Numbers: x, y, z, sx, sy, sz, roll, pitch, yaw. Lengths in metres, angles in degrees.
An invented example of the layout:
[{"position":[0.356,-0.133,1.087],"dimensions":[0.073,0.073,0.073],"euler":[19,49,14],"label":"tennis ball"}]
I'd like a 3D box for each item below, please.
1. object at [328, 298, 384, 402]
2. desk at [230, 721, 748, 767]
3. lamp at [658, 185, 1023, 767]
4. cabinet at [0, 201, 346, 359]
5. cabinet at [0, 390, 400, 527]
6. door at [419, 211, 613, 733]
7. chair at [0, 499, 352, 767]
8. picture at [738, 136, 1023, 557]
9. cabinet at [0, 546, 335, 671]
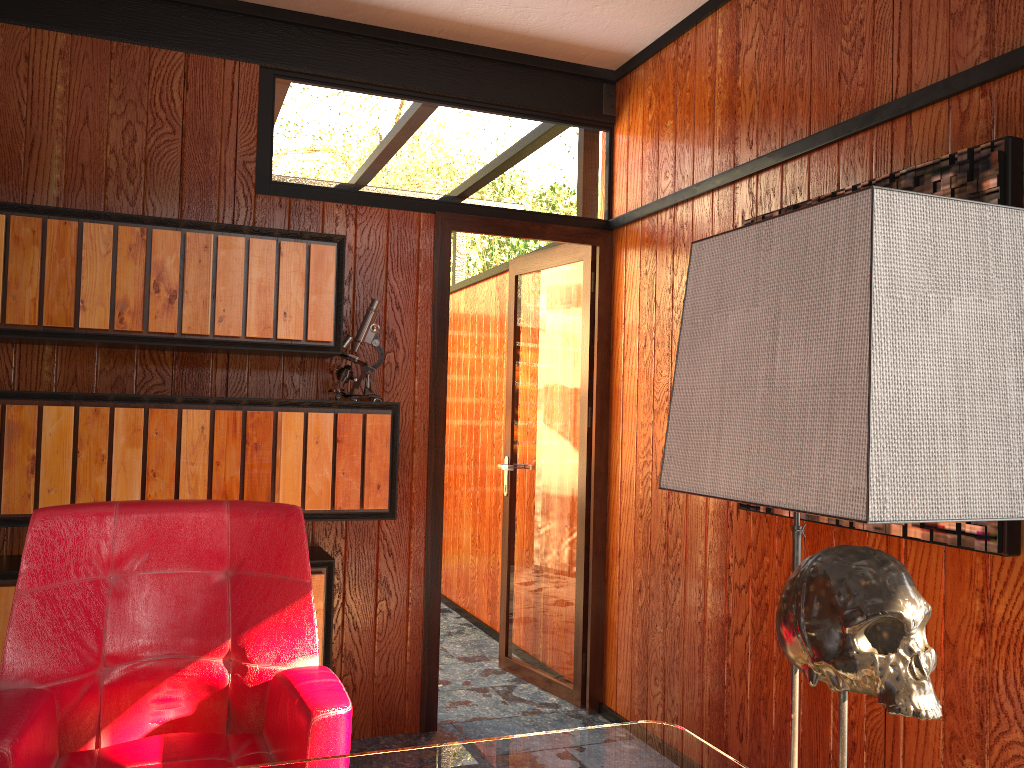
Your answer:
[{"position":[-0.523,-0.118,3.007],"dimensions":[0.181,0.354,0.142],"euler":[1,-2,15],"label":"object"},{"position":[-0.404,0.865,0.702],"dimensions":[1.900,0.632,1.150],"euler":[2,-2,-21],"label":"desk"},{"position":[0.365,0.210,0.893],"dimensions":[0.316,0.732,0.316],"euler":[2,-2,-21],"label":"lamp"},{"position":[-1.369,-0.320,2.725],"dimensions":[1.653,0.390,0.321],"euler":[2,-2,-21],"label":"cabinet"},{"position":[-1.198,0.228,2.778],"dimensions":[1.653,0.390,0.321],"euler":[2,-2,-21],"label":"cabinet"},{"position":[-0.096,0.353,3.761],"dimensions":[0.751,1.955,0.734],"euler":[2,-2,-21],"label":"door"},{"position":[-0.674,0.736,1.722],"dimensions":[0.621,0.956,0.839],"euler":[2,-2,-21],"label":"chair"},{"position":[0.863,-0.071,2.253],"dimensions":[0.061,0.873,0.916],"euler":[2,-2,-21],"label":"picture"},{"position":[-1.397,0.735,2.688],"dimensions":[1.653,0.390,0.321],"euler":[2,-2,-21],"label":"cabinet"}]
